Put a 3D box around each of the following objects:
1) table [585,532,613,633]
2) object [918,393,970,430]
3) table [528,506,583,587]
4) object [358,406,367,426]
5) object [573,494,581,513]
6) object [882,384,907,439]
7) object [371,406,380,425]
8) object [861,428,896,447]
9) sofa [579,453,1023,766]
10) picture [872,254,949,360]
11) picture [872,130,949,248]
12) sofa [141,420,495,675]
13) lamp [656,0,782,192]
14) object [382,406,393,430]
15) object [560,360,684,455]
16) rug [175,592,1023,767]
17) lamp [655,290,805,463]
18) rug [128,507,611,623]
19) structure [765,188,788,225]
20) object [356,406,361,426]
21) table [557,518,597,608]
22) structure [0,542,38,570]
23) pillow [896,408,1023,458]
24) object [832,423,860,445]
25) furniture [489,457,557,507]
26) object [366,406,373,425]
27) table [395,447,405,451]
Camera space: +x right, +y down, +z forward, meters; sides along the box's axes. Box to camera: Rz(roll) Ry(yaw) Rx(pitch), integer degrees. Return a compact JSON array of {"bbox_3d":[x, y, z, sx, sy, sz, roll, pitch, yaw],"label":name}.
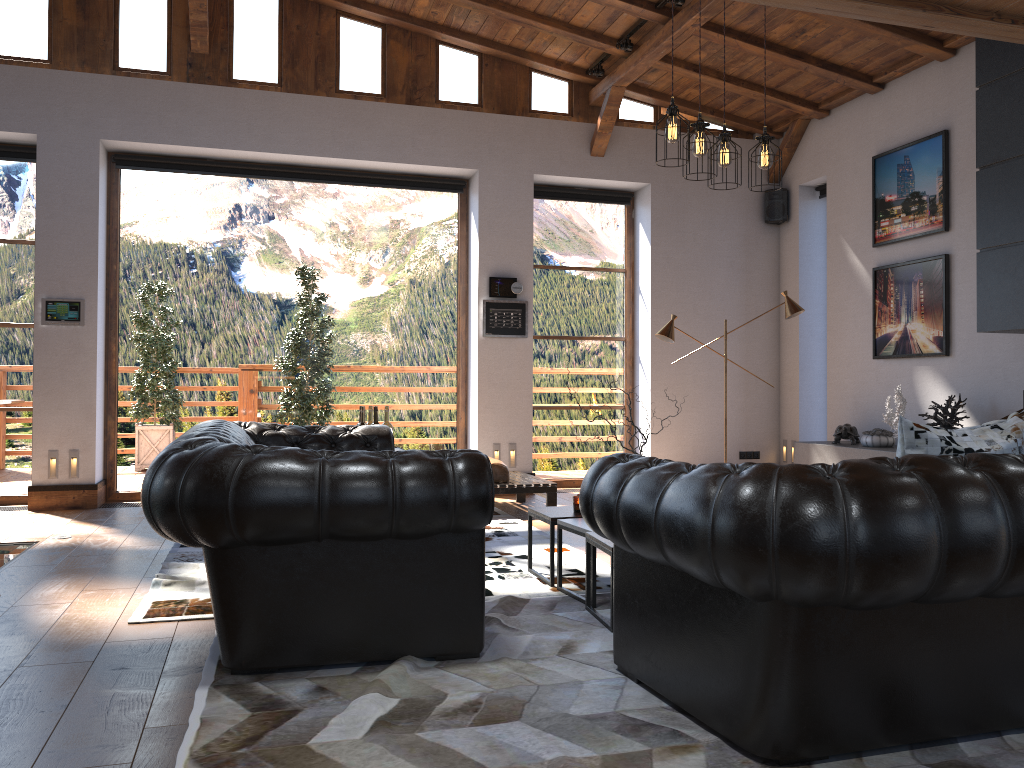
[{"bbox_3d":[0.692,0.850,3.911,0.653,0.350,0.398,0,-1,-12],"label":"table"},{"bbox_3d":[3.271,0.295,6.680,0.332,0.455,0.342,0,-1,9],"label":"object"},{"bbox_3d":[0.454,0.853,4.767,0.654,0.350,0.397,0,-1,-17],"label":"table"},{"bbox_3d":[-0.959,0.286,5.698,0.088,0.286,0.086,1,-1,-40],"label":"object"},{"bbox_3d":[0.473,0.638,4.776,0.244,0.081,0.304,0,0,22],"label":"object"},{"bbox_3d":[3.088,0.268,7.077,0.256,0.532,0.432,-1,-1,42],"label":"object"},{"bbox_3d":[-0.890,0.287,5.771,0.089,0.286,0.086,1,-1,-39],"label":"object"},{"bbox_3d":[3.072,0.450,7.447,0.260,0.160,0.279,0,0,-14],"label":"object"},{"bbox_3d":[1.608,0.614,2.981,2.584,0.838,1.230,0,-1,-18],"label":"sofa"},{"bbox_3d":[3.339,-0.627,7.466,0.036,0.816,0.873,1,-1,-16],"label":"picture"},{"bbox_3d":[3.344,-1.622,7.484,0.036,0.816,0.873,1,-1,-16],"label":"picture"},{"bbox_3d":[-0.979,0.608,4.181,1.248,0.838,2.548,0,0,-17],"label":"sofa"},{"bbox_3d":[1.109,-2.184,4.830,0.810,2.202,0.259,1,-1,-26],"label":"lamp"},{"bbox_3d":[-0.827,0.288,5.848,0.087,0.286,0.087,0,-1,-7],"label":"object"},{"bbox_3d":[0.567,0.273,4.398,0.621,0.808,0.405,0,-1,-6],"label":"object"},{"bbox_3d":[0.964,1.005,3.260,4.070,0.053,2.415,0,0,-16],"label":"rug"},{"bbox_3d":[1.955,0.112,8.072,1.320,1.899,0.528,0,-1,4],"label":"lamp"},{"bbox_3d":[-0.962,1.008,5.913,2.447,0.053,3.783,0,0,-16],"label":"rug"},{"bbox_3d":[2.756,-1.849,9.233,0.215,0.349,0.212,1,-1,-17],"label":"structure"},{"bbox_3d":[-0.984,0.287,5.798,0.087,0.286,0.088,0,-1,23],"label":"object"},{"bbox_3d":[0.600,0.852,4.357,0.656,0.350,0.397,0,-1,-22],"label":"table"},{"bbox_3d":[-8.464,0.610,5.268,11.100,6.400,9.147,0,-1,-17],"label":"structure"},{"bbox_3d":[1.434,0.302,2.881,0.531,0.469,0.281,0,-1,-14],"label":"pillow"},{"bbox_3d":[2.943,0.439,7.819,0.224,0.183,0.409,0,0,27],"label":"object"},{"bbox_3d":[-1.127,0.821,7.213,2.778,0.437,1.167,0,0,-17],"label":"furniture"},{"bbox_3d":[-0.939,0.287,5.880,0.087,0.286,0.087,0,-1,-4],"label":"object"},{"bbox_3d":[-0.906,0.730,5.793,0.420,0.609,0.402,1,-1,-17],"label":"table"}]
